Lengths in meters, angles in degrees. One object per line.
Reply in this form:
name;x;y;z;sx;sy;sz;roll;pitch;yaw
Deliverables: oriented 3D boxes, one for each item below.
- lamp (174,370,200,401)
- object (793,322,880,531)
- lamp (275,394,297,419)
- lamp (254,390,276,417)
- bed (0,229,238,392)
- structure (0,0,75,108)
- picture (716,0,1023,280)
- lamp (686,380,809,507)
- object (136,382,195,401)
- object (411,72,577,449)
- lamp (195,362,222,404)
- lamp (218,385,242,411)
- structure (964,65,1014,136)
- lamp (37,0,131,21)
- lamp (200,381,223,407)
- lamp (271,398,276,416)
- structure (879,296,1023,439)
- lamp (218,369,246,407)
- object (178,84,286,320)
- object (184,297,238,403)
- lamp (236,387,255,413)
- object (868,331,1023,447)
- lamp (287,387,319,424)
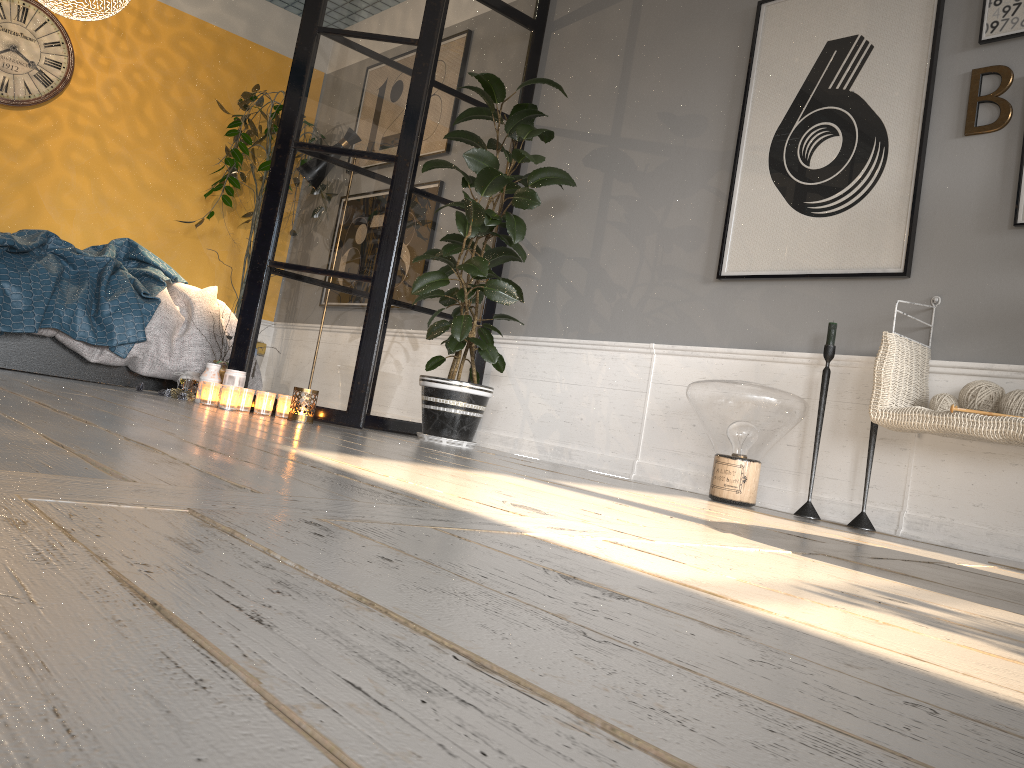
lamp;-1.459;0.008;3.982;0.096;0.132;0.107;8;-5;20
object;1.156;0.128;3.052;0.280;0.706;0.091;5;-8;42
lamp;-0.956;0.098;3.737;0.081;0.099;0.080;10;-5;0
lamp;-1.035;0.082;3.698;0.081;0.099;0.080;10;-5;0
bed;-2.566;-0.490;4.659;1.882;0.775;2.328;12;-4;-40
structure;-3.170;-2.125;5.617;0.721;0.729;0.071;14;-7;-40
picture;-0.361;-1.469;2.349;4.006;1.806;7.311;13;-4;-40
lamp;0.823;0.211;3.190;0.431;0.440;0.431;11;-5;-18
object;-1.534;0.034;3.916;0.327;0.054;0.087;9;-4;14
object;-1.262;-0.844;3.189;3.864;1.807;1.013;13;-6;-40
lamp;-1.302;0.001;3.807;0.092;0.181;0.092;12;-6;-19
lamp;-1.151;0.058;3.606;0.081;0.099;0.080;10;-5;0
structure;1.826;-0.957;2.789;0.024;0.264;0.741;15;-6;-40
lamp;-2.328;-2.546;4.868;0.616;1.103;0.612;10;-5;1
lamp;-1.256;0.043;3.688;0.081;0.099;0.080;9;-5;14
lamp;-1.050;0.088;3.796;0.063;0.092;0.062;7;-6;32
structure;2.179;0.025;1.849;0.305;0.489;2.783;14;-5;-40
lamp;-1.190;0.025;3.770;0.092;0.167;0.088;8;-6;16
object;-1.788;-1.016;6.279;1.253;2.220;1.331;6;-7;36
object;-1.294;-0.157;4.106;0.437;0.525;0.276;10;-5;1
lamp;-1.121;0.067;3.689;0.081;0.099;0.080;10;-5;0
object;1.493;0.032;2.596;0.326;0.309;0.787;13;-5;-39
lamp;-0.869;0.089;3.684;0.108;0.142;0.106;9;-5;14
